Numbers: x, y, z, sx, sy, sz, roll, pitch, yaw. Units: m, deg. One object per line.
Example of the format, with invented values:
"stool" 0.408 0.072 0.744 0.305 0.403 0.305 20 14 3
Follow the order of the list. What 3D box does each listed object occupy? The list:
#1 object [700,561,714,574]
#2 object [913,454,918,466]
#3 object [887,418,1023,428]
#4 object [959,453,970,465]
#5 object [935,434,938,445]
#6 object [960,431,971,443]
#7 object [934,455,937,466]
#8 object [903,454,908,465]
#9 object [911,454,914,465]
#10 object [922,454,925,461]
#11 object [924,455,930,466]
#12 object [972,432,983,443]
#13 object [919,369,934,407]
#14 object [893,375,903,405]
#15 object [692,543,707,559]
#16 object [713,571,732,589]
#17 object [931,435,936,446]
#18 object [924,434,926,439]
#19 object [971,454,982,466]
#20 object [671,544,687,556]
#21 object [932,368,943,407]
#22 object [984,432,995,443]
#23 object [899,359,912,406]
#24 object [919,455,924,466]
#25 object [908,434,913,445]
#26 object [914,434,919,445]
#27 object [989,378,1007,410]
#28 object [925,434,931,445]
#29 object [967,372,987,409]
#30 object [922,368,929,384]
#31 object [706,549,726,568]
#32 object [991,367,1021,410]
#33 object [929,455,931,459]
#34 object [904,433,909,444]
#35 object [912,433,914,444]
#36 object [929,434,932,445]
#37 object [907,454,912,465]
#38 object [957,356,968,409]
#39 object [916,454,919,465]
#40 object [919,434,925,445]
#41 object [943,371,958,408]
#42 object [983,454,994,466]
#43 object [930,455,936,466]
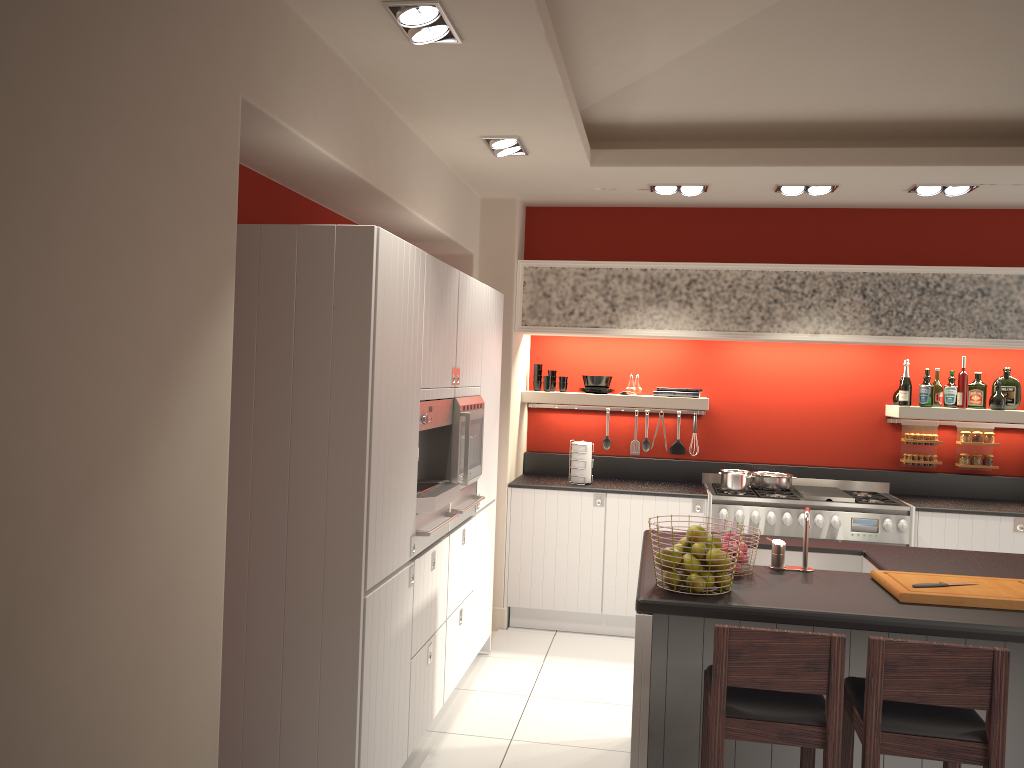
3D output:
"object" 0.694 0.685 3.231 0.084 0.079 0.086 2 1 -36
"object" 2.907 0.546 6.386 0.034 0.078 0.034 2 0 30
"object" 3.421 0.294 6.402 1.355 0.034 0.048 2 1 10
"object" 3.244 0.541 6.353 0.068 0.088 0.068 2 0 30
"object" 3.057 0.403 6.400 0.034 0.078 0.034 2 0 30
"object" 3.250 0.380 6.352 0.068 0.088 0.068 2 0 30
"object" 3.051 0.551 6.401 0.034 0.078 0.034 2 0 30
"object" 2.857 0.544 6.434 0.034 0.078 0.034 2 0 30
"object" 2.896 0.545 6.427 0.034 0.078 0.034 2 0 30
"object" 2.974 0.548 6.414 0.034 0.078 0.034 2 0 30
"object" 2.984 0.549 6.373 0.034 0.078 0.034 2 0 30
"object" 3.327 0.383 6.339 0.068 0.088 0.068 2 0 30
"object" 2.903 0.030 6.208 0.094 0.264 0.094 2 0 -2
"object" 2.825 0.043 6.430 0.113 0.226 0.113 2 0 -39
"object" 0.665 0.591 3.149 0.057 0.061 0.062 2 1 24
"object" 0.749 0.695 3.164 0.068 0.068 0.068 2 0 21
"object" 3.028 0.403 6.366 0.034 0.078 0.034 2 0 30
"object" 2.980 0.400 6.413 0.034 0.078 0.034 2 0 30
"object" 3.321 0.544 6.340 0.068 0.088 0.068 2 0 30
"object" 0.599 0.606 3.194 0.057 0.061 0.062 2 1 24
"object" 3.016 0.025 6.297 0.080 0.278 0.080 2 0 13
"object" 3.404 0.386 6.326 0.068 0.088 0.068 2 0 30
"object" 2.776 -0.008 6.251 0.083 0.331 0.083 2 0 -19
"object" 2.945 0.548 6.380 0.034 0.078 0.034 2 0 30
"object" 2.873 0.397 6.392 0.034 0.078 0.034 2 0 30
"object" 2.912 0.398 6.386 0.034 0.078 0.034 2 0 30
"object" 3.358 0.066 6.122 0.113 0.226 0.113 2 0 21
"object" 2.989 0.401 6.373 0.034 0.078 0.034 2 0 30
"object" 3.287 0.046 6.262 0.112 0.260 0.071 2 0 39
"object" 2.986 0.025 6.391 0.083 0.277 0.083 2 0 13
"object" 0.716 0.611 3.116 0.067 0.068 0.067 2 1 -28
"object" 3.479 0.032 6.239 0.186 0.303 0.057 2 0 39
"object" 3.013 0.550 6.408 0.034 0.078 0.034 2 0 30
"object" 2.863 0.396 6.433 0.034 0.078 0.034 2 0 30
"object" 2.901 0.397 6.427 0.034 0.078 0.034 2 0 30
"object" 3.018 0.402 6.407 0.034 0.078 0.034 2 0 30
"object" 2.868 0.545 6.393 0.034 0.078 0.034 2 0 30
"object" 3.145 -0.012 6.235 0.062 0.366 0.210 2 0 9
"object" 2.934 0.547 6.421 0.034 0.078 0.034 2 0 30
"object" 2.950 0.400 6.379 0.034 0.078 0.034 2 0 30
"object" 3.138 0.038 6.332 0.094 0.263 0.094 2 0 -24
"object" 3.398 0.547 6.327 0.068 0.088 0.068 2 0 30
"object" 3.022 0.551 6.367 0.034 0.078 0.034 2 0 30
